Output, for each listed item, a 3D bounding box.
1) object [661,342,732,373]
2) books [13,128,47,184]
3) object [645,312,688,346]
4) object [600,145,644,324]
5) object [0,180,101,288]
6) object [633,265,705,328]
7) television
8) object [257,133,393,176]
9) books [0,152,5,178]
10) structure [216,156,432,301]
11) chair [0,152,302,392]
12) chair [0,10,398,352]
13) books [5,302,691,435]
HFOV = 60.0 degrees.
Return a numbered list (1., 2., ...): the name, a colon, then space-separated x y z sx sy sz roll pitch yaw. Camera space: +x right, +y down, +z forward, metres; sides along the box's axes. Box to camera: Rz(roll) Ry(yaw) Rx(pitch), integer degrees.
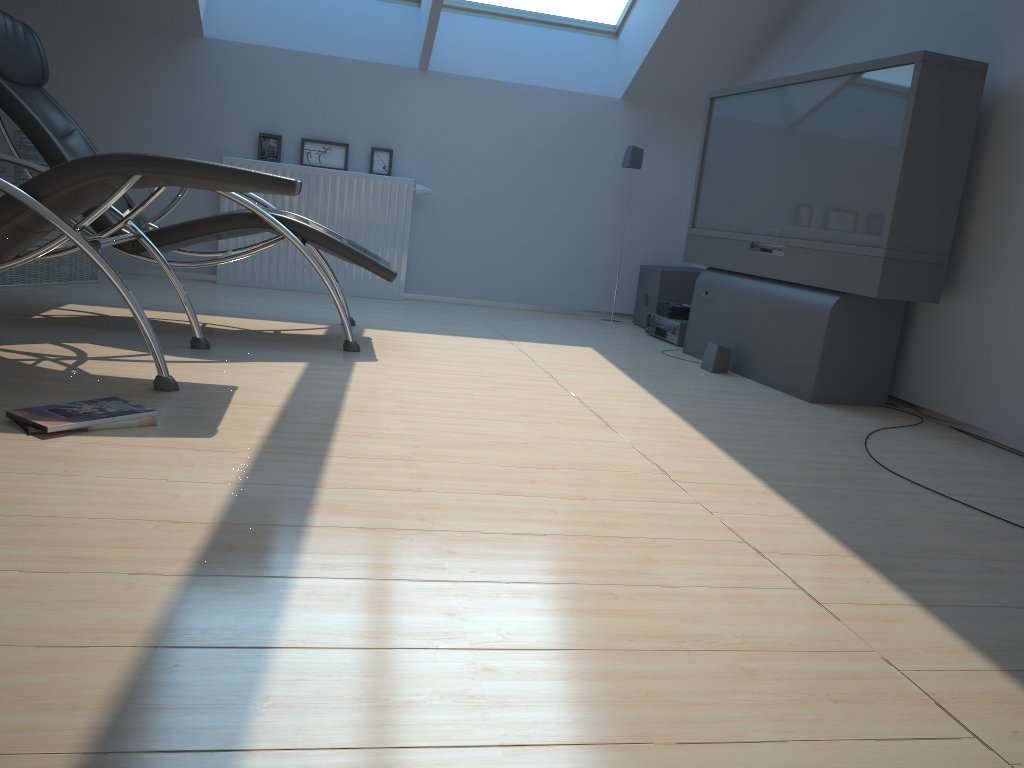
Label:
1. object: 1.051 -0.227 4.944 0.394 0.141 1.163 10 11 16
2. books: -2.606 -1.216 4.790 0.149 0.300 0.149 -3 15 -41
3. object: 1.077 -0.332 5.467 0.358 0.138 0.450 3 11 -17
4. object: 0.752 -0.999 5.989 0.158 1.181 0.160 4 11 -12
5. object: -2.799 -0.838 4.810 0.744 0.518 0.745 10 11 17
6. object: 1.092 -0.578 5.970 0.401 0.424 0.400 4 11 -12
7. television: 1.399 -0.740 4.349 0.400 1.446 1.686 3 11 -17
8. object: -1.199 -1.474 5.721 0.846 0.180 0.030 4 11 -12
9. books: -2.798 -1.161 4.699 0.165 0.184 0.162 4 11 -14
10. structure: -1.215 -0.994 5.795 1.324 0.800 0.120 4 11 -12
11. chair: -1.794 -0.579 2.913 2.114 0.953 0.836 4 11 -12
12. chair: -1.471 -0.892 3.927 1.938 1.251 0.836 4 11 -12
13. books: -0.264 -0.179 3.700 4.790 0.222 1.045 -4 15 -44
